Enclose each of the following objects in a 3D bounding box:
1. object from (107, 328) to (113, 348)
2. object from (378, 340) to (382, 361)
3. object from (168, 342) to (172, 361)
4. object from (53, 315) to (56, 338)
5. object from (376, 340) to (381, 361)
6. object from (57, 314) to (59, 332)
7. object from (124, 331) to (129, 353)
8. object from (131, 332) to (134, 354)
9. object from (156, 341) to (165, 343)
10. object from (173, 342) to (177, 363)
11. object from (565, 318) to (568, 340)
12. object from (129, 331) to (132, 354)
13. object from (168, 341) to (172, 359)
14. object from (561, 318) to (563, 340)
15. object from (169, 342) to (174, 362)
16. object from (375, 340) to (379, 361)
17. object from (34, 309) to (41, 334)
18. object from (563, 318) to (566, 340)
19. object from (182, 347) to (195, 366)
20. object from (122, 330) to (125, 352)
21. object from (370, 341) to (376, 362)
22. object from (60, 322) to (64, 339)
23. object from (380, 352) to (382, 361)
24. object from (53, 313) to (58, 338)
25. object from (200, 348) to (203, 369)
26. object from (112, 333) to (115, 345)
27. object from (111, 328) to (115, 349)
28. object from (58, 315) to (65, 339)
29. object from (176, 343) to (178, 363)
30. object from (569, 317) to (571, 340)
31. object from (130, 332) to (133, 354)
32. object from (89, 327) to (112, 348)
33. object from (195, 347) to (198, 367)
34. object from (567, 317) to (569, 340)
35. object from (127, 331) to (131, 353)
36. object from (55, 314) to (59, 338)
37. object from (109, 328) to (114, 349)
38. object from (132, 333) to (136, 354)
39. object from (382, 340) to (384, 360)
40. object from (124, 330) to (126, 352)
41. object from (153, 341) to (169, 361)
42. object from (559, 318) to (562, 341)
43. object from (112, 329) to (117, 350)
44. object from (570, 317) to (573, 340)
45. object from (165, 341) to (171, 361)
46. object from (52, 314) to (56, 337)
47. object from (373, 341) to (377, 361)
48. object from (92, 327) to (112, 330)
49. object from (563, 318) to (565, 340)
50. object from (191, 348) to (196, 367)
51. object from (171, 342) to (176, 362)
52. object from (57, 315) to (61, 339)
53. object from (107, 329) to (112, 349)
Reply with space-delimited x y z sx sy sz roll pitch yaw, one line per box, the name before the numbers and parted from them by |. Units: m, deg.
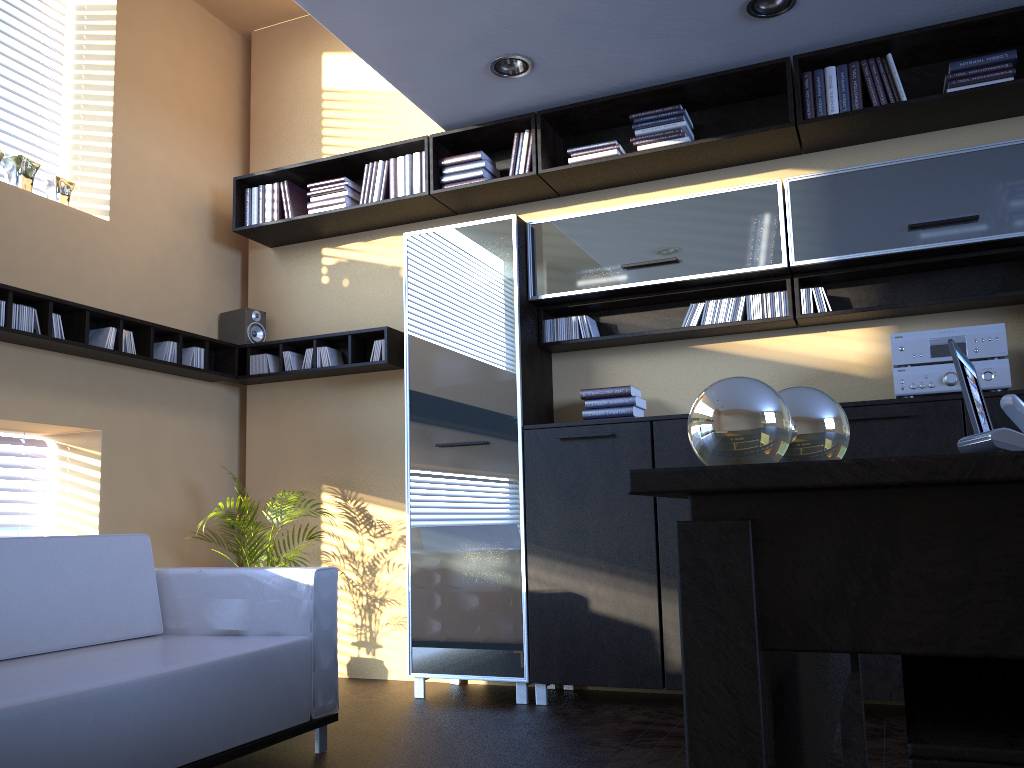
object | -2.121 -0.227 4.559 0.142 0.119 0.030 -5 -8 22
object | -0.721 -0.181 5.086 0.030 0.119 0.142 -5 -9 22
object | -1.954 -0.173 4.931 0.140 0.117 0.026 -5 -8 22
object | -2.244 -0.273 4.248 0.140 0.117 0.026 -5 -8 23
object | -0.731 -0.180 5.090 0.030 0.119 0.142 -5 -9 22
object | -2.241 -0.268 4.279 0.142 0.119 0.030 -5 -8 22
object | -2.075 -0.213 4.654 0.142 0.119 0.030 -5 -8 23
object | -2.059 -0.209 4.682 0.140 0.117 0.026 -5 -8 22
object | -1.970 -0.174 4.912 0.142 0.122 0.041 -5 -8 22
object | -1.940 -0.167 4.971 0.142 0.120 0.009 -5 -8 23
object | 0.309 -0.276 4.657 0.009 0.120 0.142 -5 -9 23
object | -2.066 -0.210 4.673 0.142 0.119 0.030 -5 -8 22
object | -1.957 -0.172 4.933 0.142 0.119 0.030 -5 -8 22
object | 0.288 -0.275 4.660 0.006 0.118 0.140 -5 -9 23
object | -1.951 -0.171 4.942 0.142 0.119 0.030 -5 -8 22
object | -0.740 -0.179 5.094 0.030 0.119 0.142 -5 -9 22
object | -2.282 -0.283 4.173 0.142 0.118 0.040 -5 -8 23
object | 0.298 -0.275 4.658 0.009 0.120 0.142 -5 -9 23
object | -1.888 -0.149 5.085 0.142 0.118 0.040 -5 -8 22
object | -2.083 -0.216 4.636 0.142 0.120 0.009 -5 -8 23
object | -0.763 -0.176 5.104 0.040 0.118 0.142 -5 -9 22
object | -2.230 -0.266 4.291 0.140 0.115 0.036 -5 -8 23
object | -0.720 -0.180 5.086 0.030 0.123 0.142 -5 -9 22
object | -2.243 -0.271 4.258 0.142 0.119 0.030 -5 -8 23
object | -1.856 -0.141 5.153 0.142 0.120 0.009 -5 -8 22
object | -2.115 -0.224 4.579 0.142 0.119 0.030 -5 -8 22
object | -2.113 -0.224 4.577 0.140 0.117 0.026 -5 -8 23
object | -2.231 -0.265 4.291 0.142 0.118 0.040 -5 -8 22
object | -1.939 -0.166 4.981 0.142 0.120 0.009 -5 -8 22
object | 0.326 -0.278 4.646 0.009 0.120 0.142 -5 -9 22
object | -2.063 -0.209 4.683 0.142 0.119 0.030 -5 -8 22
object | -2.122 -0.229 4.543 0.142 0.118 0.040 -5 -8 22
object | -1.874 -0.146 5.116 0.142 0.120 0.009 -5 -8 22
object | 0.317 -0.277 4.652 0.009 0.120 0.142 -5 -9 22
object | -2.067 -0.212 4.663 0.142 0.119 0.030 -5 -8 22
object | -2.242 -0.270 4.268 0.142 0.119 0.030 -5 -8 23
object | -2.115 -0.226 4.568 0.142 0.119 0.030 -5 -8 23
object | -2.058 -0.206 4.697 0.142 0.118 0.040 -5 -8 22
object | -0.702 -0.183 5.078 0.009 0.120 0.142 -5 -9 22
object | -2.079 -0.213 4.656 0.142 0.123 0.030 -5 -8 22
object | -1.968 -0.175 4.910 0.142 0.118 0.040 -5 -8 22
object | 0.280 -0.273 4.667 0.009 0.120 0.142 -5 -9 23
object | -2.111 -0.223 4.588 0.142 0.119 0.030 -5 -8 22
object | 0.335 -0.279 4.642 0.009 0.120 0.142 -5 -9 23
object | -1.964 -0.173 4.925 0.142 0.119 0.030 -5 -8 22
object | -2.247 -0.273 4.248 0.142 0.119 0.030 -5 -8 22
object | -0.750 -0.178 5.098 0.030 0.119 0.142 -5 -9 22
object | -2.124 -0.228 4.544 0.142 0.122 0.041 -5 -8 22
object | 0.297 -0.276 4.656 0.006 0.118 0.140 -5 -9 22
object | -1.883 -0.147 5.109 0.142 0.120 0.009 -5 -8 22
object | -1.945 -0.170 4.950 0.142 0.119 0.030 -5 -8 22
object | -2.238 -0.268 4.279 0.140 0.117 0.026 -5 -8 22
object | -2.119 -0.227 4.558 0.140 0.117 0.026 -5 -8 23
